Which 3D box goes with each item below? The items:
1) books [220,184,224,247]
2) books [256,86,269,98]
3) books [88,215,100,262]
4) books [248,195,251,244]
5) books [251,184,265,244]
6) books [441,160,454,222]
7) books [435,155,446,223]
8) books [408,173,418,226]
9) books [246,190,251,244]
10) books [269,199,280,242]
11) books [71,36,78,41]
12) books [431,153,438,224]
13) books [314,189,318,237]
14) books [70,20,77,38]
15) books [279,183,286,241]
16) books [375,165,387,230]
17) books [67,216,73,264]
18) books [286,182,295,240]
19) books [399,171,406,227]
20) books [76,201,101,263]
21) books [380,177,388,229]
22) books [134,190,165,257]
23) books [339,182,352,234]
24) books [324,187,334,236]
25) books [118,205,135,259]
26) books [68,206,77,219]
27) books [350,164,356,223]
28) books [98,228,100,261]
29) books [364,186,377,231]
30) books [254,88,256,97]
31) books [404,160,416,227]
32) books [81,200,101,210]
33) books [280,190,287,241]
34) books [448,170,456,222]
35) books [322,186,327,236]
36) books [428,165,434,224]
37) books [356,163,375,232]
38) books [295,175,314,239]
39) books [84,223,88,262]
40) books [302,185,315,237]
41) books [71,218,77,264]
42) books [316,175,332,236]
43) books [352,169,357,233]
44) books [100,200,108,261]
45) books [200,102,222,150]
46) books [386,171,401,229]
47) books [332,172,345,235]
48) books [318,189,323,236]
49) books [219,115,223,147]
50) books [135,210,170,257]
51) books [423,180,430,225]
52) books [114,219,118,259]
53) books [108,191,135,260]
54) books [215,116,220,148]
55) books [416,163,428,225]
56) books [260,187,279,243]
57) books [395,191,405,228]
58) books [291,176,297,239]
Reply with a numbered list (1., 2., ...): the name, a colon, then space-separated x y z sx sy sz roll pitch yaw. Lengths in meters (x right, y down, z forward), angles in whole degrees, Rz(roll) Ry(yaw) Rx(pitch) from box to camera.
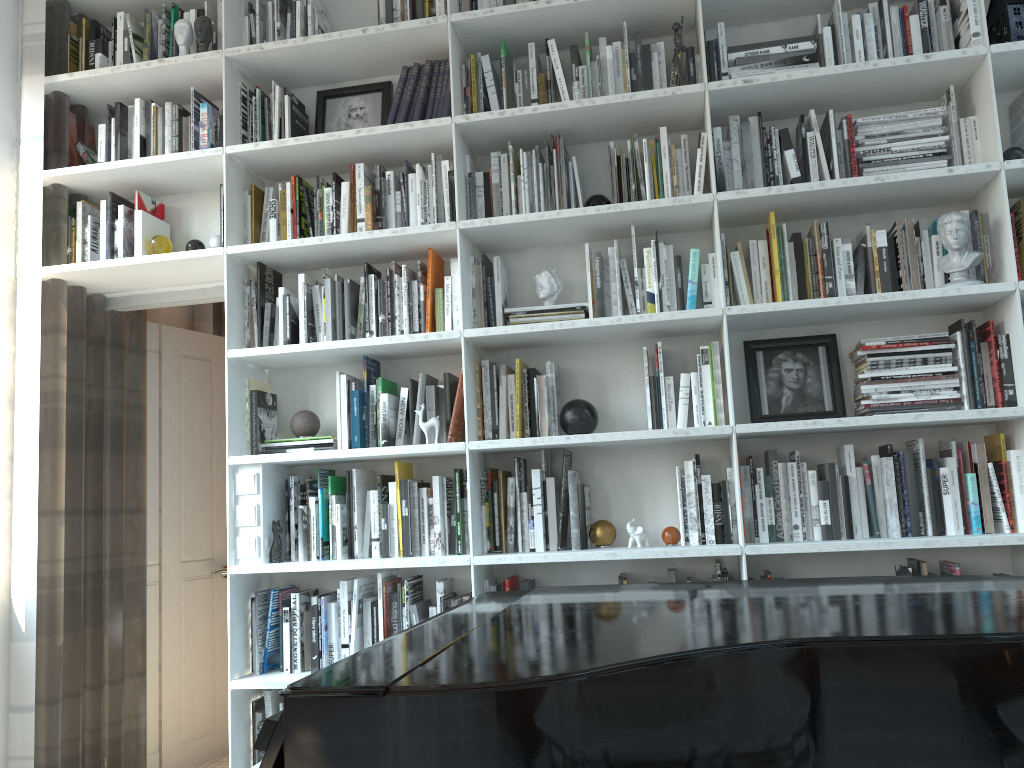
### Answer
1. books: -1.054 -0.590 3.341 0.012 0.284 0.159 -4 -7 10
2. books: -0.936 -0.964 3.368 0.006 0.288 0.144 -4 -7 10
3. books: -1.579 -0.518 3.431 0.010 0.220 0.181 -4 -8 10
4. books: -0.941 -0.571 3.320 0.022 0.232 0.151 -4 -7 10
5. books: -0.927 -0.589 3.311 0.012 0.263 0.180 -4 -7 10
6. books: -0.208 -0.643 3.177 0.035 0.263 0.178 -4 -7 10
7. books: -0.236 -0.653 3.186 0.022 0.289 0.169 -4 -7 10
8. books: -0.332 -0.618 3.196 0.030 0.230 0.172 -4 -7 10
9. books: -0.957 -0.580 3.333 0.012 0.253 0.161 -4 -7 10
10. books: -0.847 -0.562 3.284 0.026 0.195 0.175 -4 -8 10
11. books: -1.716 -1.245 3.560 0.011 0.241 0.151 -4 -7 10
12. books: -0.255 -0.654 3.177 0.012 0.290 0.182 -4 -7 10
13. books: -0.695 -0.588 3.284 0.012 0.230 0.149 -4 -7 10
14. books: -1.732 -1.279 3.554 0.012 0.307 0.180 -4 -7 10
15. books: -0.828 -0.595 3.301 0.010 0.262 0.151 -4 -7 10
16. books: -0.458 -0.634 3.238 0.025 0.285 0.161 -4 -7 10
17. books: -1.667 -0.516 3.447 0.013 0.227 0.179 -4 -7 10
18. books: -0.787 -0.594 3.287 0.014 0.252 0.187 -4 -7 10
19. books: -0.371 -0.627 3.228 0.035 0.260 0.131 -4 -7 10
20. books: -1.625 -0.546 3.443 0.023 0.281 0.171 -4 -7 10
21. books: -0.440 -0.610 3.221 0.013 0.232 0.171 -4 -7 10
22. books: -1.389 -0.571 3.404 0.013 0.298 0.179 -4 -7 10
23. books: -0.587 -0.601 3.257 0.047 0.238 0.162 -4 -7 10
24. books: -0.640 -0.587 3.256 0.031 0.217 0.173 -4 -7 10
25. books: -1.437 -0.540 3.388 0.021 0.236 0.189 -4 -7 10
26. books: -1.682 -0.538 3.442 0.011 0.272 0.189 -4 -7 10
27. books: -0.558 -0.635 3.258 0.014 0.303 0.151 -4 -7 10
28. books: -1.555 -0.499 3.450 0.029 0.184 0.135 -4 -7 10
29. books: -0.487 -0.590 3.211 0.029 0.195 0.192 -4 -8 10
30. books: -0.941 -0.958 3.365 0.005 0.277 0.147 -4 -7 10
31. books: -0.353 -0.640 3.207 0.012 0.280 0.188 -4 -7 10
32. books: -1.639 -0.552 3.470 0.013 0.302 0.135 -4 -7 10
33. books: -0.808 -0.581 3.291 0.030 0.229 0.172 -4 -7 10
34. books: -0.175 -0.619 3.142 0.039 0.202 0.236 -4 -8 10
35. books: -0.659 -0.591 3.267 0.011 0.228 0.170 -4 -7 10
36. books: -0.267 -0.637 3.207 0.024 0.265 0.155 -4 -7 10
37. books: -0.518 -0.632 3.226 0.030 0.285 0.185 -4 -7 10
38. books: -0.758 -0.609 3.276 0.011 0.277 0.164 -4 -7 10
39. books: -1.596 -0.505 3.441 0.029 0.196 0.160 -4 -8 10
40. books: -0.726 -0.596 3.286 0.047 0.249 0.134 -4 -7 10
41. books: -1.654 -0.514 3.446 0.013 0.222 0.163 -4 -7 10
42. books: -0.685 -0.612 3.280 0.012 0.277 0.151 -4 -7 10
43. books: -0.543 -0.622 3.235 0.023 0.270 0.187 -4 -7 10
44. books: -1.535 -0.551 3.435 0.022 0.281 0.156 -4 -7 10
45. books: -1.125 -0.922 3.381 0.029 0.229 0.191 -4 -8 10
46. books: -0.418 -0.624 3.233 0.029 0.260 0.158 -4 -7 10
47. books: -0.618 -0.616 3.260 0.014 0.272 0.180 -4 -7 10
48. books: -0.673 -0.585 3.262 0.014 0.217 0.164 -4 -7 10
49. books: -1.066 -0.904 3.382 0.026 0.187 0.154 -4 -8 10
50. books: -1.369 -0.531 3.381 0.029 0.211 0.187 -4 -8 10
51. books: -0.285 -0.607 3.198 0.013 0.206 0.172 -4 -8 10
52. books: -1.465 -0.513 3.409 0.024 0.192 0.181 -4 -8 10
53. books: -1.488 -0.565 3.405 0.013 0.296 0.187 -4 -7 10
54. books: -1.090 -0.904 3.401 0.029 0.195 0.146 -4 -7 10
55. books: -0.307 -0.636 3.192 0.022 0.263 0.174 -4 -7 10
56. books: -0.888 -0.587 3.319 0.062 0.258 0.153 -4 -7 10
57. books: -0.392 -0.589 3.222 0.022 0.185 0.137 -4 -7 10
58. books: -0.771 -0.608 3.289 0.020 0.280 0.164 -4 -7 10
